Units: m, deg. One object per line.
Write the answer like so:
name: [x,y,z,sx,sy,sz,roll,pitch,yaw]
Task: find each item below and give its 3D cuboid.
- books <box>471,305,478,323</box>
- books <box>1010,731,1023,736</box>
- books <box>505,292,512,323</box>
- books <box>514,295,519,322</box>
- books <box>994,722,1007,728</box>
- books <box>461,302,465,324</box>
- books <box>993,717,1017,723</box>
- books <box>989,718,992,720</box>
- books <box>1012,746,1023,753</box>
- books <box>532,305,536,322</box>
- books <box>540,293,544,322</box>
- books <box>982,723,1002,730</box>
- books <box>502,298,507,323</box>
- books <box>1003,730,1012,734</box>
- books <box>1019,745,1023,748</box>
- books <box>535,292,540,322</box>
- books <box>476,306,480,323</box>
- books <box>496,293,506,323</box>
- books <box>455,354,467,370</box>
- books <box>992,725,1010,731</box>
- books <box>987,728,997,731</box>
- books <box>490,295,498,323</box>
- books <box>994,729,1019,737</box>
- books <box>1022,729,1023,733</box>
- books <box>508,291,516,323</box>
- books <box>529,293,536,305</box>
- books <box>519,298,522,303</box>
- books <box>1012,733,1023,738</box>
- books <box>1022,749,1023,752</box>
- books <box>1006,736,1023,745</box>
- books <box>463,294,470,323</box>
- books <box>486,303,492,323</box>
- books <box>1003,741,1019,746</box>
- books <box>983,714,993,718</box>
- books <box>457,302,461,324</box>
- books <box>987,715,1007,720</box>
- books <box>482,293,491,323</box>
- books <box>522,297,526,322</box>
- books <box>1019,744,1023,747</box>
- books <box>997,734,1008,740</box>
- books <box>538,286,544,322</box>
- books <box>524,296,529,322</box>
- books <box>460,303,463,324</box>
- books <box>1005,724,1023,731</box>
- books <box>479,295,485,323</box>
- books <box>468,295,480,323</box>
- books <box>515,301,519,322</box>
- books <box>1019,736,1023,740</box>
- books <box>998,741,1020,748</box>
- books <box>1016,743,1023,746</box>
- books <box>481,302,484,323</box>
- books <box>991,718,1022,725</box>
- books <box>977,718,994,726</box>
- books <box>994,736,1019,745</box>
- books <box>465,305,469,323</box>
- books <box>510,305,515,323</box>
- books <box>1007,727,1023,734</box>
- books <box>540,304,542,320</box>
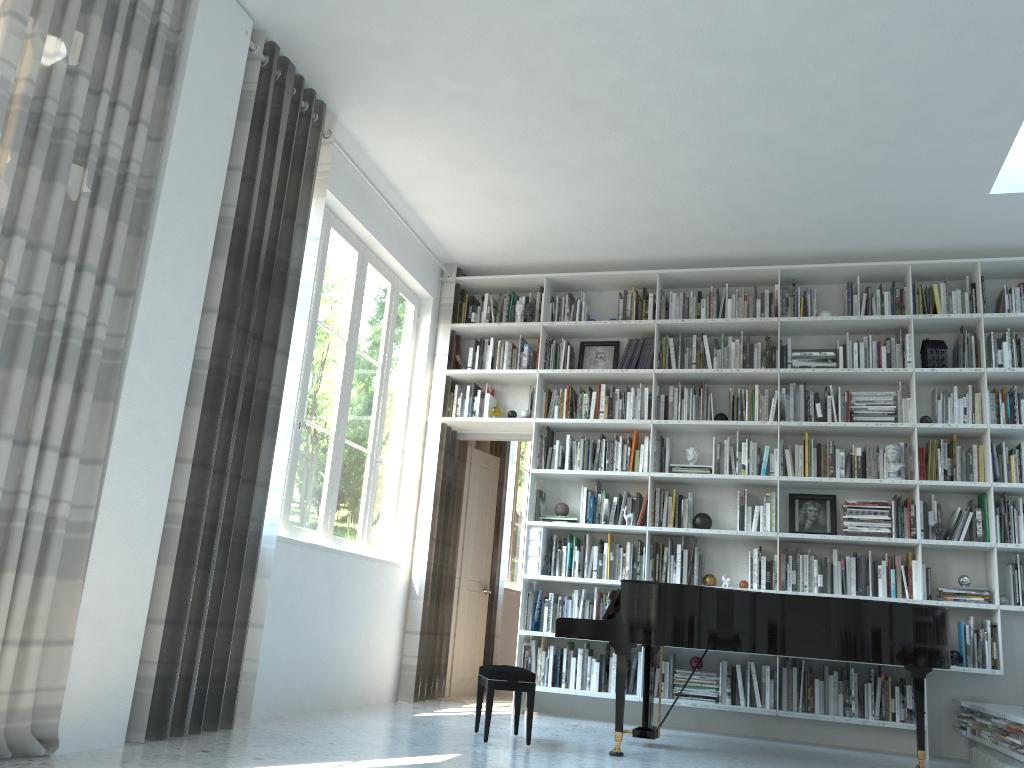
books: [-0.276,-0.495,6.923,0.028,0.186,0.182,0,-16,17]
books: [2.415,1.615,4.079,0.169,0.009,0.242,0,-16,16]
books: [-0.018,-0.548,6.874,0.014,0.303,0.146,0,-15,17]
books: [0.046,-0.532,6.858,0.013,0.274,0.159,0,-15,17]
books: [2.486,1.690,4.372,0.182,0.016,0.199,-1,-16,21]
books: [-0.357,-0.509,6.963,0.023,0.222,0.151,0,-16,17]
books: [2.499,1.662,4.377,0.174,0.011,0.228,0,-16,16]
books: [2.599,1.767,4.655,0.130,0.018,0.256,-1,-16,19]
books: [2.403,1.683,4.062,0.161,0.008,0.255,-1,-16,21]
books: [0.187,-0.489,6.801,0.028,0.184,0.168,0,-16,17]
books: [0.263,-0.531,6.751,0.024,0.251,0.235,0,-16,17]
books: [2.577,1.800,4.652,0.171,0.020,0.194,-1,-16,20]
books: [-0.038,-0.521,6.888,0.030,0.257,0.130,0,-15,17]
books: [2.508,1.712,4.359,0.140,0.013,0.181,-1,-16,19]
books: [2.424,1.677,4.058,0.128,0.005,0.297,0,-16,18]
books: [0.214,-0.538,6.806,0.022,0.285,0.175,0,-15,17]
books: [-0.240,-0.492,6.939,0.031,0.195,0.145,0,-16,17]
books: [-0.075,-0.539,6.884,0.039,0.282,0.182,0,-16,17]
books: [-0.372,-0.130,6.875,0.121,0.175,0.130,0,-16,17]
books: [2.492,1.702,4.367,0.169,0.009,0.242,1,-16,13]
books: [2.591,1.816,4.643,0.147,0.012,0.207,0,-16,17]
books: [-0.126,-0.533,6.881,0.057,0.262,0.191,0,-16,17]
books: [2.495,1.724,4.360,0.159,0.011,0.247,1,-16,13]
books: [2.325,1.509,3.800,0.170,0.014,0.282,1,-16,14]
books: [0.006,-0.550,6.879,0.029,0.313,0.129,0,-15,17]
books: [0.151,-0.538,6.834,0.013,0.291,0.155,0,-15,17]
books: [0.079,-0.521,6.830,0.025,0.243,0.168,0,-16,17]
books: [2.418,1.623,4.075,0.155,0.009,0.298,0,-16,17]
books: [2.309,1.587,3.782,0.189,0.009,0.291,-1,-16,19]
books: [2.404,1.646,4.073,0.182,0.013,0.288,0,-16,17]
books: [-0.339,-0.542,6.957,0.014,0.285,0.175,0,-15,17]
books: [-0.159,-0.505,6.889,0.030,0.205,0.176,0,-16,17]
books: [2.504,1.763,4.346,0.140,0.008,0.284,1,-16,15]
books: [2.587,1.756,4.662,0.159,0.006,0.286,-1,-16,18]
books: [-0.400,-0.511,6.963,0.014,0.218,0.189,0,-16,17]
books: [2.485,1.654,4.383,0.193,0.005,0.225,1,-16,13]
books: [-0.181,-0.539,6.915,0.028,0.282,0.190,0,-16,17]
books: [0.104,-0.523,6.833,0.021,0.252,0.179,0,-16,17]
books: [2.426,1.670,4.059,0.132,0.009,0.270,0,-16,17]
books: [2.498,1.742,4.354,0.165,0.012,0.205,0,-16,17]
books: [0.232,-0.564,6.803,0.014,0.336,0.168,0,-15,17]
books: [0.127,-0.526,6.824,0.027,0.258,0.147,0,-15,17]
books: [-0.376,-0.509,6.979,0.024,0.227,0.130,0,-15,17]
books: [2.406,1.592,4.088,0.179,0.012,0.250,1,-16,14]
books: [-0.222,-0.538,6.929,0.010,0.280,0.161,0,-15,17]
books: [-0.298,-0.535,6.940,0.025,0.268,0.177,0,-16,17]
books: [0.060,-0.509,6.846,0.021,0.225,0.157,0,-16,17]
books: [2.426,1.634,4.070,0.140,0.013,0.181,0,-16,17]
books: [2.495,1.774,4.346,0.157,0.014,0.181,1,-16,14]
books: [2.420,1.659,4.064,0.130,0.014,0.250,1,-16,12]
books: [-0.205,-0.509,6.925,0.024,0.226,0.158,0,-16,17]
books: [2.495,1.675,4.374,0.171,0.015,0.253,1,-16,14]
books: [2.575,1.783,4.657,0.180,0.015,0.295,1,-16,15]
books: [2.493,1.754,4.352,0.159,0.012,0.293,1,-16,14]
books: [-0.323,-0.497,6.942,0.024,0.194,0.167,0,-16,17]
books: [0.023,-0.492,6.846,0.024,0.187,0.160,0,-16,17]
books: [2.408,1.604,4.084,0.165,0.014,0.236,1,-16,12]
books: [0.249,-0.525,6.793,0.025,0.259,0.138,0,-15,17]
